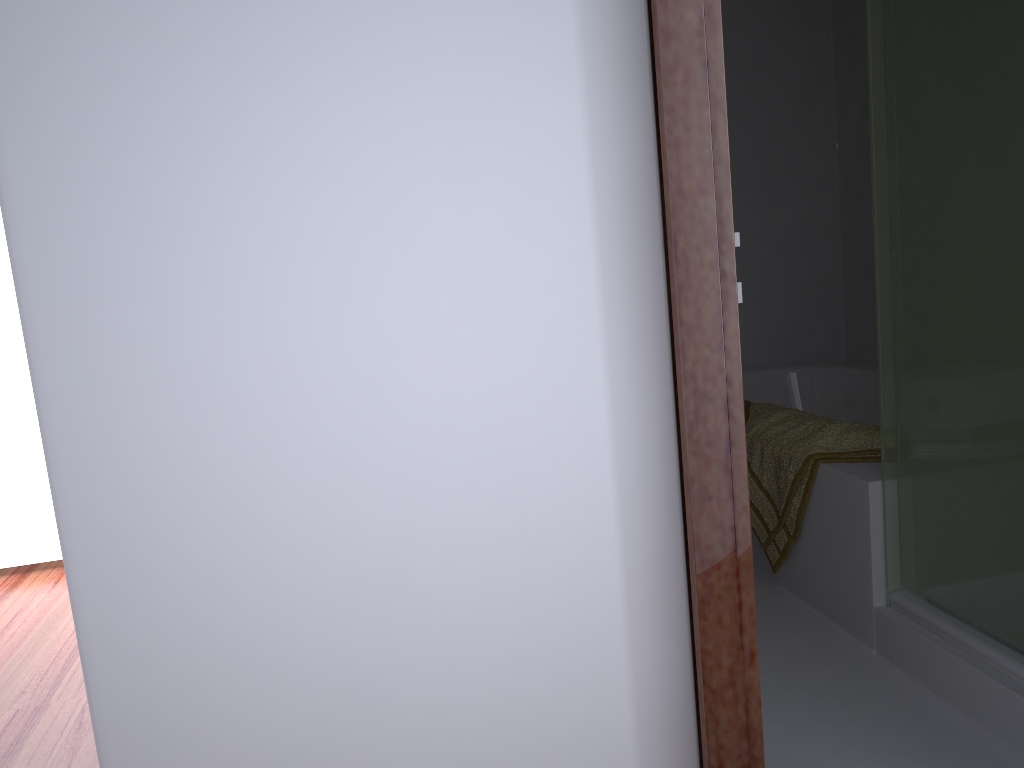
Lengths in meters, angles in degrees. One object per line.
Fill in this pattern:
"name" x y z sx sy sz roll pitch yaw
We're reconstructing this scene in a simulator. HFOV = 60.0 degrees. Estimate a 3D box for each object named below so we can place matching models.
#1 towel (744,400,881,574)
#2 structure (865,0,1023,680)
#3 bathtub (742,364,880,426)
"towel" 0.902 0.316 2.789 0.349 0.452 0.890 -8 9 -16
"structure" 1.431 -0.344 1.849 1.015 2.079 0.765 -7 9 -11
"bathtub" 1.230 0.246 3.184 0.881 0.424 1.683 -7 9 -11
